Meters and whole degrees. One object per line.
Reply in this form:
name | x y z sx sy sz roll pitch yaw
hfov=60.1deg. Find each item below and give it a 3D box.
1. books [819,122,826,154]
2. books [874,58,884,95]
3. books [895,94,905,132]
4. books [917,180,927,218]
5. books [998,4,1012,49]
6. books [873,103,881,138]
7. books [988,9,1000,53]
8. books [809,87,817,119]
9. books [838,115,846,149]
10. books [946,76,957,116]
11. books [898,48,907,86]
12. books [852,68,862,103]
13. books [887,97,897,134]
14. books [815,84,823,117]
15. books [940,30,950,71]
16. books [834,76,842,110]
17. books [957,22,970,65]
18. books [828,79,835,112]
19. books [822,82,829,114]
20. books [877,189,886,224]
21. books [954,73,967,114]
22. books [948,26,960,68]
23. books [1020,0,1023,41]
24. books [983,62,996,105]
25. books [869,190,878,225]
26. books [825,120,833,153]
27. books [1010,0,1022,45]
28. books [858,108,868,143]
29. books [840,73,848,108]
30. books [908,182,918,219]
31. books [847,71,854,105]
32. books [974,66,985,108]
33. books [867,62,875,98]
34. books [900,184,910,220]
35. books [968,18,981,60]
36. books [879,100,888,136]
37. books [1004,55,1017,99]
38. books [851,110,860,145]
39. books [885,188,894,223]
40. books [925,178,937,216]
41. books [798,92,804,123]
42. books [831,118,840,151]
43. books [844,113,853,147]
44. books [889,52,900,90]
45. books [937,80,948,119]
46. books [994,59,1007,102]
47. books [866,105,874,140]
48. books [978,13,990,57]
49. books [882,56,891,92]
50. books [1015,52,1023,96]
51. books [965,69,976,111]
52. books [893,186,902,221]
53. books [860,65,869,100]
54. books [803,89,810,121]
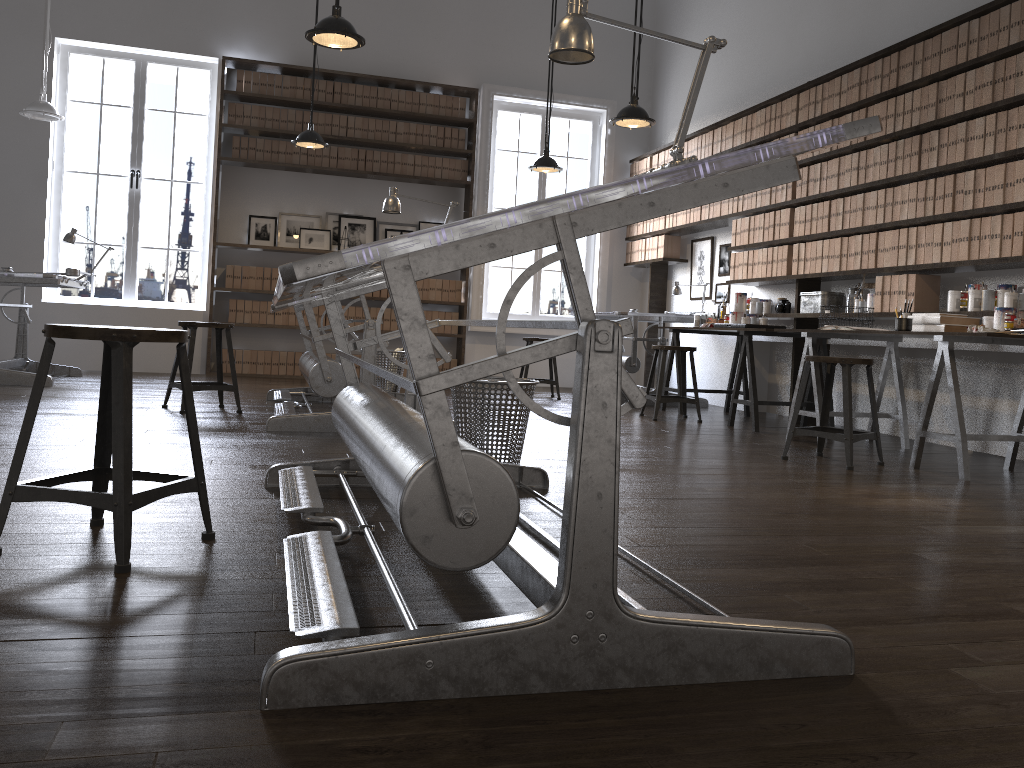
books | 2.224 -1.685 6.123 0.174 0.225 0.067 3 1 -16
books | 2.382 -1.923 5.589 0.174 0.225 0.067 3 1 -16
books | 2.427 -1.631 5.381 0.174 0.225 0.067 3 1 -16
books | 2.456 -1.063 5.158 0.174 0.226 0.067 3 1 -16
books | 2.645 -1.853 4.635 0.174 0.226 0.067 3 1 -15
books | 2.373 -1.645 5.581 0.174 0.225 0.067 3 1 -16
books | 2.630 -1.858 4.703 0.174 0.225 0.067 3 1 -16
books | 2.196 -1.972 6.257 0.174 0.225 0.067 3 1 -16
books | 2.280 -1.670 5.926 0.174 0.225 0.067 3 1 -16
books | 2.540 -1.601 4.980 0.174 0.225 0.067 3 1 -15
books | 2.445 -1.907 5.378 0.174 0.225 0.067 3 1 -16
books | 2.325 -1.938 5.790 0.174 0.226 0.067 3 1 -16
books | 2.405 -1.636 5.450 0.174 0.225 0.067 3 1 -16
books | 2.219 -1.967 6.188 0.174 0.225 0.067 3 1 -16
books | 2.537 -1.883 5.038 0.174 0.225 0.067 3 1 -15
books | 2.273 -1.952 5.986 0.174 0.226 0.067 3 1 -16
books | 2.569 -1.873 4.906 0.174 0.225 0.067 3 1 -15
books | 2.258 -1.957 6.054 0.174 0.225 0.067 3 1 -15
books | 2.241 -1.962 6.122 0.174 0.225 0.067 3 1 -15
books | 2.364 -1.088 5.501 0.174 0.226 0.067 3 1 -15
books | 2.555 -1.597 4.911 0.174 0.226 0.067 3 1 -16
books | 2.549 -1.878 4.976 0.174 0.226 0.067 3 1 -16
books | 2.684 -1.843 4.505 0.174 0.225 0.067 3 1 -16
books | 2.607 -1.582 4.716 0.174 0.226 0.067 3 1 -16
books | 2.346 -1.093 5.571 0.174 0.225 0.067 3 1 -16
books | 2.238 -1.680 6.057 0.174 0.226 0.067 3 1 -15
books | 2.666 -1.848 4.565 0.174 0.225 0.067 3 1 -16
books | 2.333 -1.655 5.715 0.174 0.226 0.067 3 1 -16
books | 2.294 -1.947 5.916 0.174 0.225 0.067 3 1 -15
books | 2.437 -1.068 5.228 0.174 0.225 0.067 3 1 -15
books | 2.312 -1.942 5.856 0.174 0.225 0.067 3 1 -15
books | 2.594 -1.587 4.782 0.174 0.225 0.067 3 1 -15
books | 2.368 -1.928 5.659 0.174 0.225 0.067 3 1 -15
books | 2.421 -1.073 5.299 0.174 0.225 0.067 3 1 -15
books | 2.591 -1.868 4.837 0.174 0.225 0.067 3 1 -15
books | 2.385 -1.641 5.519 0.174 0.226 0.067 3 1 -15
books | 2.650 -1.572 4.584 0.174 0.225 0.067 3 1 -15
books | 2.318 -1.660 5.789 0.174 0.225 0.067 3 1 -15
books | 2.386 -1.083 5.434 0.174 0.225 0.067 3 1 -16
books | 2.478 -1.059 5.099 0.174 0.225 0.067 3 1 -15
books | 2.164 -1.981 6.389 0.174 0.225 0.067 3 1 -16
books | 2.261 -1.675 5.994 0.174 0.225 0.067 3 1 -16
books | 2.295 -1.666 5.856 0.174 0.225 0.067 3 1 -15
books | 2.420 -1.913 5.448 0.174 0.226 0.067 3 1 -15
books | 2.523 -1.606 5.048 0.174 0.225 0.067 3 1 -15
books | 2.631 -1.577 4.653 0.174 0.225 0.067 3 1 -15
books | 2.358 -1.650 5.645 0.174 0.225 0.067 3 1 -15
books | 2.613 -1.863 4.771 0.174 0.225 0.067 3 1 -16
books | 2.406 -1.918 5.522 0.174 0.225 0.067 3 1 -16
books | 2.664 -1.567 4.515 0.174 0.225 0.067 3 1 -16
books | 2.576 -1.591 4.842 0.174 0.225 0.067 3 1 -15
books | 2.407 -1.078 5.367 0.174 0.225 0.067 3 1 -16
books | 2.349 -1.933 5.727 0.174 0.225 0.067 3 1 -15
books | 2.177 -1.977 6.327 0.174 0.226 0.067 3 1 -15
